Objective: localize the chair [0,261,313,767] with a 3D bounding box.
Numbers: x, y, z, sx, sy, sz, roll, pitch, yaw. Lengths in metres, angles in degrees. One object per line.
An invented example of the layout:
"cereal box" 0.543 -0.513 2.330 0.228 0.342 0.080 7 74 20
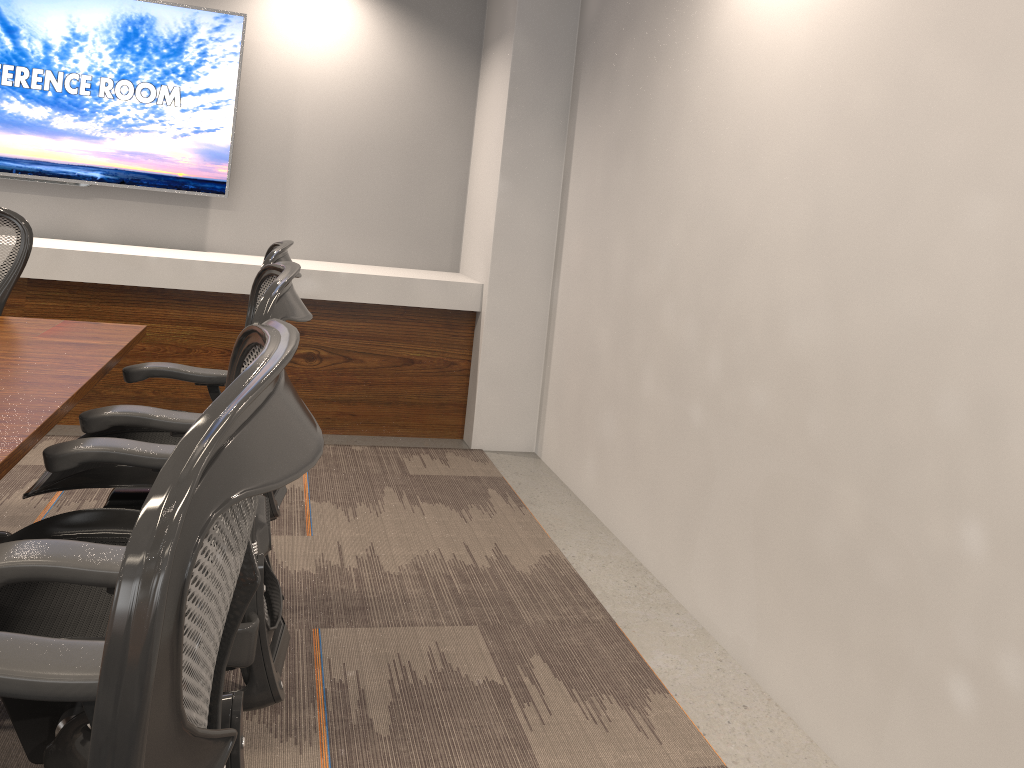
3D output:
"chair" -0.724 0.313 1.466 0.761 1.084 0.810 6 4 -5

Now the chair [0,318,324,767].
"chair" -0.483 0.492 0.657 0.787 1.084 0.782 4 4 -29

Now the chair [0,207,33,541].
"chair" -1.779 0.005 2.515 0.765 1.084 0.805 4 4 -31

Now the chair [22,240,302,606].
"chair" -0.930 0.145 2.237 0.758 1.084 0.813 5 4 -14

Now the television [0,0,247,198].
"television" -2.432 -1.609 4.575 1.900 1.103 0.065 4 0 -15
